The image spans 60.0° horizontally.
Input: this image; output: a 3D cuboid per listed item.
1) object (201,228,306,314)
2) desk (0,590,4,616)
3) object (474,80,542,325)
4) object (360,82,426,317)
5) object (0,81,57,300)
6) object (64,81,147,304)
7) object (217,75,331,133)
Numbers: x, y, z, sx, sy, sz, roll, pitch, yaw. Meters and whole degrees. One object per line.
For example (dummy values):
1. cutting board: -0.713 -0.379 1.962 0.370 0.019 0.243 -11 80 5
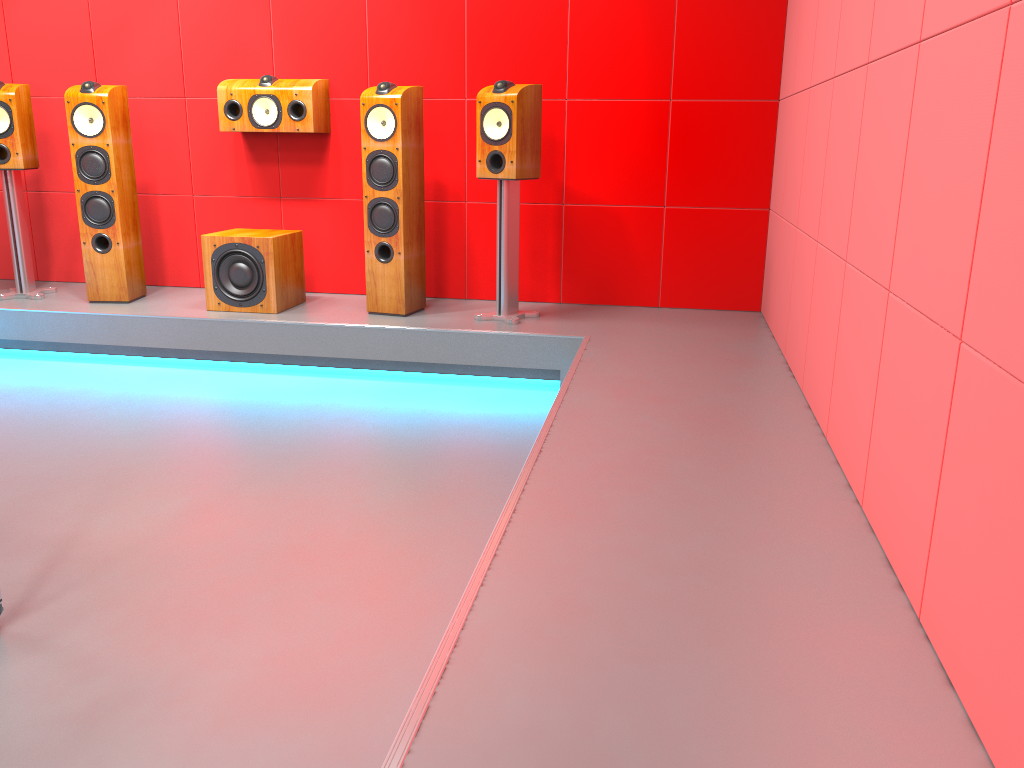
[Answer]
1. object: -1.256 -0.558 4.336 0.360 0.360 0.360 3 15 10
2. desk: -1.944 0.232 1.733 1.617 0.690 0.594 3 15 10
3. object: -0.015 -0.822 4.038 0.231 1.058 0.265 9 17 29
4. object: -0.552 -0.857 4.152 0.203 1.052 0.238 6 16 19
5. object: -2.507 -0.968 4.458 0.231 1.058 0.265 -2 15 -10
6. object: -1.998 -0.936 4.373 0.203 1.052 0.238 1 15 0
7. object: -1.189 -1.400 4.437 0.493 0.271 0.235 3 15 10
